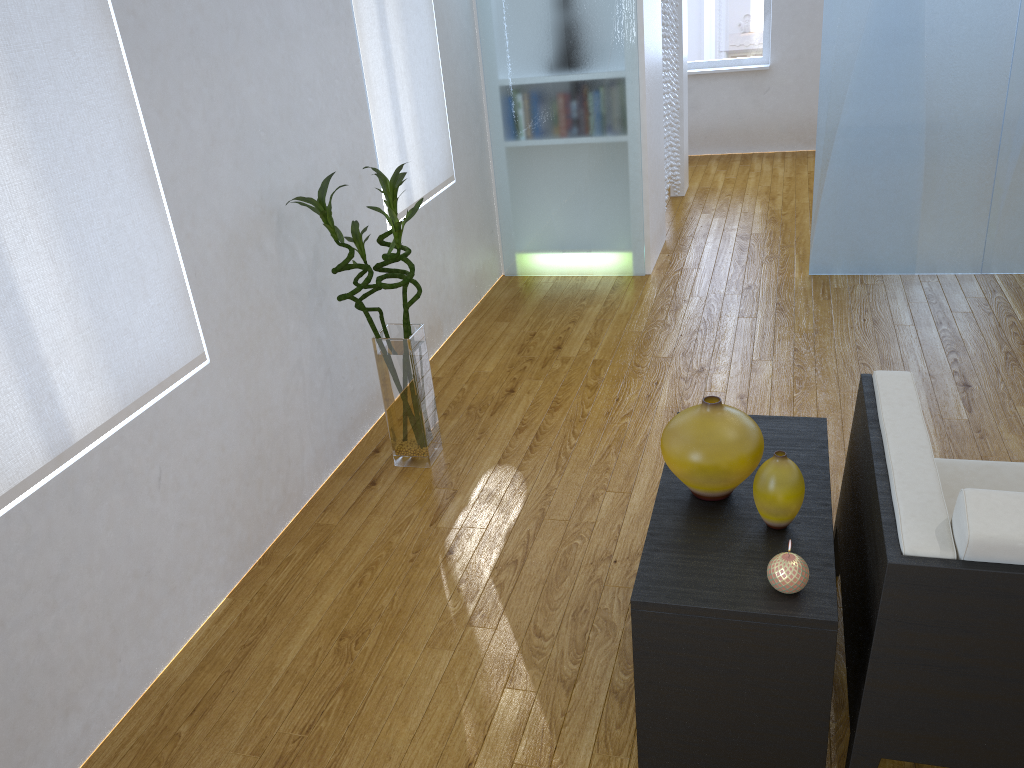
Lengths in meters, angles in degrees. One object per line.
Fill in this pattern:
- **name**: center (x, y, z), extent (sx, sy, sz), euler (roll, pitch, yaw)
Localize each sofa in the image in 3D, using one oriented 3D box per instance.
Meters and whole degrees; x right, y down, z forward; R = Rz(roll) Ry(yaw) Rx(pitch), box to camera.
- **sofa**: center (1.916, 0.082, 2.109), extent (5.335, 0.688, 9.605), euler (2, 27, 17)

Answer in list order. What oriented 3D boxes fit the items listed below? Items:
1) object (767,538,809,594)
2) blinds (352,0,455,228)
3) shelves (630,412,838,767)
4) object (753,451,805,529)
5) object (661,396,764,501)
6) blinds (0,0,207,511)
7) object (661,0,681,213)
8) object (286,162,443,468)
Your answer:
- **object**: center (0.481, 0.312, 1.543), extent (0.071, 0.105, 0.070), euler (18, 35, 40)
- **blinds**: center (-0.468, -1.709, 3.207), extent (0.007, 2.138, 0.752), euler (2, 28, 17)
- **shelves**: center (0.499, 0.435, 1.938), extent (0.349, 0.457, 0.721), euler (2, 27, 17)
- **object**: center (0.512, 0.203, 1.701), extent (0.095, 0.162, 0.095), euler (-20, 30, -27)
- **object**: center (0.409, 0.128, 1.815), extent (0.206, 0.218, 0.205), euler (-20, 29, -27)
- **blinds**: center (-1.010, -0.850, 1.530), extent (0.007, 2.137, 0.752), euler (2, 28, 17)
- **object**: center (0.870, -1.950, 4.985), extent (0.051, 2.041, 0.911), euler (2, 28, 17)
- **object**: center (-0.429, -0.173, 2.811), extent (0.380, 0.993, 0.478), euler (-10, 27, -8)
